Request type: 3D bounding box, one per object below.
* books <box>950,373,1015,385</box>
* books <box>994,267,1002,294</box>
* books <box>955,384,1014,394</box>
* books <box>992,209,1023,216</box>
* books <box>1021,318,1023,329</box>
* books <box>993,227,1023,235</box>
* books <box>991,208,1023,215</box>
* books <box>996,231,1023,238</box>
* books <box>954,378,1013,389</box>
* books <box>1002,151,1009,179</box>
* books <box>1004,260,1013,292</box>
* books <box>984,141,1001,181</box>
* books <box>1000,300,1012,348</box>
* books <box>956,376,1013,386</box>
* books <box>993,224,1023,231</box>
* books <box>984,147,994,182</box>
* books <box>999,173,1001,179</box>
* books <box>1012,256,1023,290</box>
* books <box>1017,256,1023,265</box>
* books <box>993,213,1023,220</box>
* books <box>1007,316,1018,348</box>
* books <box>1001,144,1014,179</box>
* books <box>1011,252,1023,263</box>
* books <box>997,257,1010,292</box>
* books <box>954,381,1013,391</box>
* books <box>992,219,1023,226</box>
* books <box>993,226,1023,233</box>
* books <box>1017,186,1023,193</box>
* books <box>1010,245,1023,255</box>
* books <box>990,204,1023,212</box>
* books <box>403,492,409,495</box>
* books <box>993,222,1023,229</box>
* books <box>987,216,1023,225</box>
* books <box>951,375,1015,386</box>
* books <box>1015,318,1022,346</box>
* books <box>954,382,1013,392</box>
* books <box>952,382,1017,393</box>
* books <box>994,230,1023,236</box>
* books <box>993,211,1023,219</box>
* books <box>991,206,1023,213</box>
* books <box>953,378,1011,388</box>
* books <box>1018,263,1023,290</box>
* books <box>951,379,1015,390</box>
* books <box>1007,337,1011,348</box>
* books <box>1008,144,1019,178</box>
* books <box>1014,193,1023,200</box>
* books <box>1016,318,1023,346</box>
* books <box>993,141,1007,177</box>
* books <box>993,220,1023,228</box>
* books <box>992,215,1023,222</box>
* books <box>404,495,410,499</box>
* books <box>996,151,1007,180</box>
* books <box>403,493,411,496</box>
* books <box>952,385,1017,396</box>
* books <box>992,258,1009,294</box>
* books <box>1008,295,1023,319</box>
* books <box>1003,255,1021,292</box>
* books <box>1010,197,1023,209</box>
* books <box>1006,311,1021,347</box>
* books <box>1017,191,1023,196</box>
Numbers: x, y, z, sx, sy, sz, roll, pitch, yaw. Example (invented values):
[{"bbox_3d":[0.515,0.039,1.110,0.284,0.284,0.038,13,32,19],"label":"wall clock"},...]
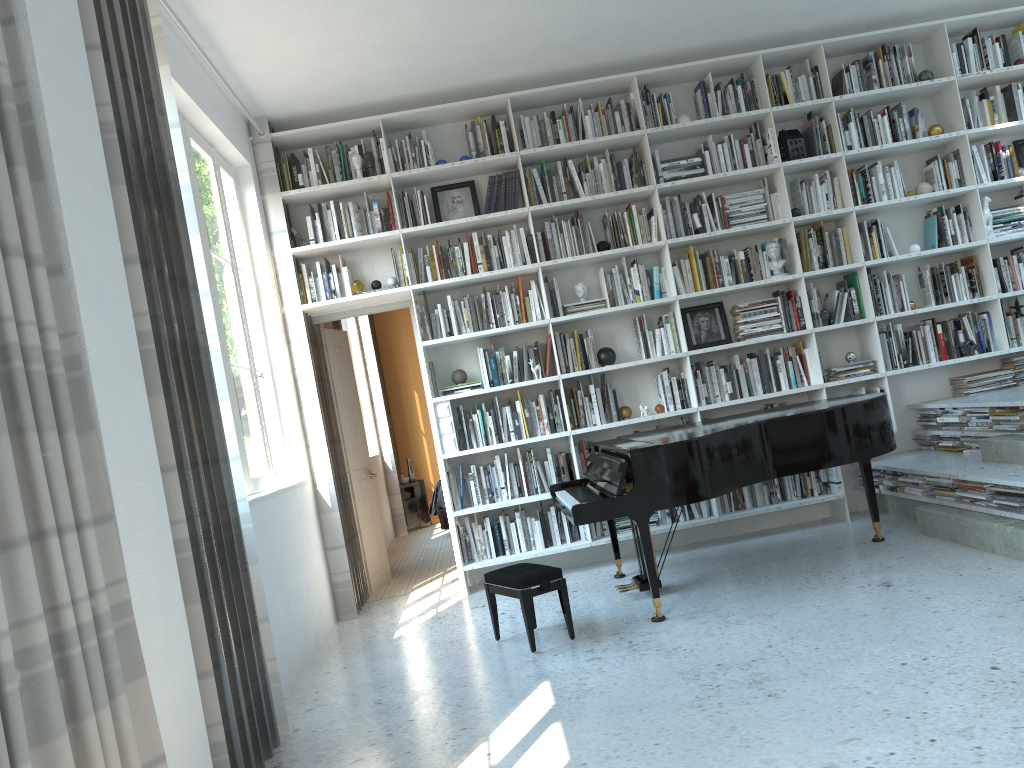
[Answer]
[{"bbox_3d":[3.188,-0.033,6.019,0.345,0.007,0.193,-10,-2,0],"label":"books"},{"bbox_3d":[3.259,-0.687,6.029,0.022,0.184,0.162,-10,-1,-3],"label":"books"},{"bbox_3d":[3.196,0.035,6.013,0.308,0.008,0.195,-10,-2,-6],"label":"books"},{"bbox_3d":[3.320,-1.144,6.053,0.285,0.012,0.159,-10,-2,0],"label":"books"},{"bbox_3d":[3.459,-0.353,6.033,0.024,0.185,0.149,-10,-1,-3],"label":"books"},{"bbox_3d":[3.339,-1.025,6.043,0.285,0.012,0.159,-11,-2,3],"label":"books"},{"bbox_3d":[3.318,-1.156,6.053,0.254,0.012,0.161,-10,-2,0],"label":"books"},{"bbox_3d":[3.343,-1.001,6.045,0.285,0.012,0.159,-11,-2,2],"label":"books"},{"bbox_3d":[3.191,-0.003,6.011,0.308,0.008,0.195,-10,-2,-7],"label":"books"},{"bbox_3d":[3.328,-1.463,6.055,0.033,0.213,0.152,-10,-1,-3],"label":"books"},{"bbox_3d":[3.333,-0.721,6.028,0.011,0.223,0.163,-10,-1,-3],"label":"books"},{"bbox_3d":[3.253,-1.487,6.051,0.012,0.287,0.176,-10,-1,-3],"label":"books"},{"bbox_3d":[3.336,-0.402,6.046,0.013,0.327,0.130,-10,-1,-3],"label":"books"},{"bbox_3d":[3.191,-0.018,6.011,0.308,0.008,0.195,-11,-2,3],"label":"books"},{"bbox_3d":[3.334,-1.049,6.051,0.254,0.012,0.161,-10,-2,0],"label":"books"},{"bbox_3d":[3.227,-1.472,6.073,0.043,0.269,0.131,-10,-1,-3],"label":"books"},{"bbox_3d":[3.270,-1.479,6.064,0.020,0.267,0.152,-10,-1,-3],"label":"books"},{"bbox_3d":[3.392,-0.740,6.041,0.026,0.239,0.177,-10,-1,-3],"label":"books"},{"bbox_3d":[3.439,-0.744,6.041,0.012,0.229,0.179,-10,-1,-3],"label":"books"},{"bbox_3d":[3.324,-1.121,6.053,0.285,0.012,0.159,-10,-2,0],"label":"books"},{"bbox_3d":[3.364,-0.350,6.035,0.023,0.214,0.163,-10,-1,-3],"label":"books"},{"bbox_3d":[3.351,-1.488,6.056,0.021,0.253,0.167,-10,-1,-3],"label":"books"},{"bbox_3d":[3.457,-0.761,6.019,0.028,0.255,0.191,-10,-1,-3],"label":"books"},{"bbox_3d":[3.314,-0.729,6.040,0.024,0.247,0.143,-10,-1,-3],"label":"books"},{"bbox_3d":[3.192,0.012,6.018,0.308,0.008,0.195,-10,-2,0],"label":"books"},{"bbox_3d":[3.328,-1.085,6.056,0.254,0.012,0.161,-10,-2,-2],"label":"books"},{"bbox_3d":[3.336,-1.037,6.046,0.254,0.012,0.161,-11,-2,2],"label":"books"},{"bbox_3d":[3.534,-1.191,6.040,0.010,0.339,0.180,-10,-1,-3],"label":"books"},{"bbox_3d":[3.472,-0.785,6.042,0.013,0.299,0.147,-10,-1,-3],"label":"books"},{"bbox_3d":[3.313,-1.180,6.054,0.285,0.012,0.159,-10,-2,0],"label":"books"},{"bbox_3d":[-1.260,1.246,10.035,0.133,0.012,0.189,-11,-2,15],"label":"books"},{"bbox_3d":[3.333,-1.061,6.051,0.285,0.012,0.159,-10,-2,-4],"label":"books"},{"bbox_3d":[3.329,-1.098,6.046,0.254,0.012,0.161,-11,-2,3],"label":"books"},{"bbox_3d":[3.189,-0.025,6.016,0.345,0.007,0.193,-10,-2,-5],"label":"books"},{"bbox_3d":[3.402,-0.355,6.037,0.025,0.210,0.137,-10,-1,-3],"label":"books"},{"bbox_3d":[3.193,0.020,6.013,0.308,0.008,0.195,-11,-2,2],"label":"books"},{"bbox_3d":[3.195,0.027,6.009,0.345,0.007,0.193,-11,-2,3],"label":"books"},{"bbox_3d":[3.341,-1.013,6.046,0.254,0.012,0.161,-10,-2,-6],"label":"books"},{"bbox_3d":[3.322,-1.133,6.046,0.285,0.012,0.159,-10,-2,-7],"label":"books"},{"bbox_3d":[3.315,-1.168,6.054,0.285,0.012,0.159,-10,-2,-4],"label":"books"},{"bbox_3d":[3.189,-0.010,6.024,0.308,0.008,0.195,-10,-2,-2],"label":"books"},{"bbox_3d":[3.424,-0.717,6.030,0.027,0.181,0.186,-10,-1,-3],"label":"books"},{"bbox_3d":[3.192,0.005,6.019,0.345,0.007,0.193,-10,-2,-4],"label":"books"},{"bbox_3d":[3.324,-0.342,6.045,0.033,0.213,0.140,-10,-1,-3],"label":"books"},{"bbox_3d":[3.376,-1.488,6.047,0.026,0.243,0.178,-10,-1,-3],"label":"books"},{"bbox_3d":[3.516,-1.159,6.066,0.012,0.285,0.159,-10,-1,-3],"label":"books"},{"bbox_3d":[3.431,-0.349,6.039,0.030,0.188,0.140,-10,-1,-3],"label":"books"},{"bbox_3d":[3.299,-1.494,6.051,0.014,0.285,0.175,-10,-1,-3],"label":"books"},{"bbox_3d":[3.331,-1.073,6.045,0.254,0.012,0.161,-10,-2,-7],"label":"books"},{"bbox_3d":[3.326,-1.109,6.050,0.285,0.012,0.159,-10,-2,-5],"label":"books"},{"bbox_3d":[-1.249,1.288,10.026,0.129,0.030,0.182,-11,-2,19],"label":"books"},{"bbox_3d":[3.293,-1.454,6.038,0.013,0.207,0.189,-10,-1,-3],"label":"books"},{"bbox_3d":[-1.257,1.263,10.025,0.189,0.022,0.133,-9,-2,-41],"label":"books"},{"bbox_3d":[3.197,0.042,6.012,0.345,0.007,0.193,-11,-2,2],"label":"books"},{"bbox_3d":[3.279,-0.722,6.028,0.047,0.244,0.177,-10,-1,-3],"label":"books"},{"bbox_3d":[3.464,-0.429,6.032,0.014,0.333,0.169,-10,-1,-3],"label":"books"},{"bbox_3d":[3.357,-0.738,6.024,0.045,0.246,0.185,-10,-1,-3],"label":"books"},{"bbox_3d":[3.477,-1.136,6.054,0.012,0.254,0.161,-10,-1,-3],"label":"books"},{"bbox_3d":[3.380,-0.368,6.026,0.015,0.243,0.156,-10,-1,-3],"label":"books"},{"bbox_3d":[3.527,-1.170,6.040,0.011,0.300,0.184,-10,-1,-3],"label":"books"}]
